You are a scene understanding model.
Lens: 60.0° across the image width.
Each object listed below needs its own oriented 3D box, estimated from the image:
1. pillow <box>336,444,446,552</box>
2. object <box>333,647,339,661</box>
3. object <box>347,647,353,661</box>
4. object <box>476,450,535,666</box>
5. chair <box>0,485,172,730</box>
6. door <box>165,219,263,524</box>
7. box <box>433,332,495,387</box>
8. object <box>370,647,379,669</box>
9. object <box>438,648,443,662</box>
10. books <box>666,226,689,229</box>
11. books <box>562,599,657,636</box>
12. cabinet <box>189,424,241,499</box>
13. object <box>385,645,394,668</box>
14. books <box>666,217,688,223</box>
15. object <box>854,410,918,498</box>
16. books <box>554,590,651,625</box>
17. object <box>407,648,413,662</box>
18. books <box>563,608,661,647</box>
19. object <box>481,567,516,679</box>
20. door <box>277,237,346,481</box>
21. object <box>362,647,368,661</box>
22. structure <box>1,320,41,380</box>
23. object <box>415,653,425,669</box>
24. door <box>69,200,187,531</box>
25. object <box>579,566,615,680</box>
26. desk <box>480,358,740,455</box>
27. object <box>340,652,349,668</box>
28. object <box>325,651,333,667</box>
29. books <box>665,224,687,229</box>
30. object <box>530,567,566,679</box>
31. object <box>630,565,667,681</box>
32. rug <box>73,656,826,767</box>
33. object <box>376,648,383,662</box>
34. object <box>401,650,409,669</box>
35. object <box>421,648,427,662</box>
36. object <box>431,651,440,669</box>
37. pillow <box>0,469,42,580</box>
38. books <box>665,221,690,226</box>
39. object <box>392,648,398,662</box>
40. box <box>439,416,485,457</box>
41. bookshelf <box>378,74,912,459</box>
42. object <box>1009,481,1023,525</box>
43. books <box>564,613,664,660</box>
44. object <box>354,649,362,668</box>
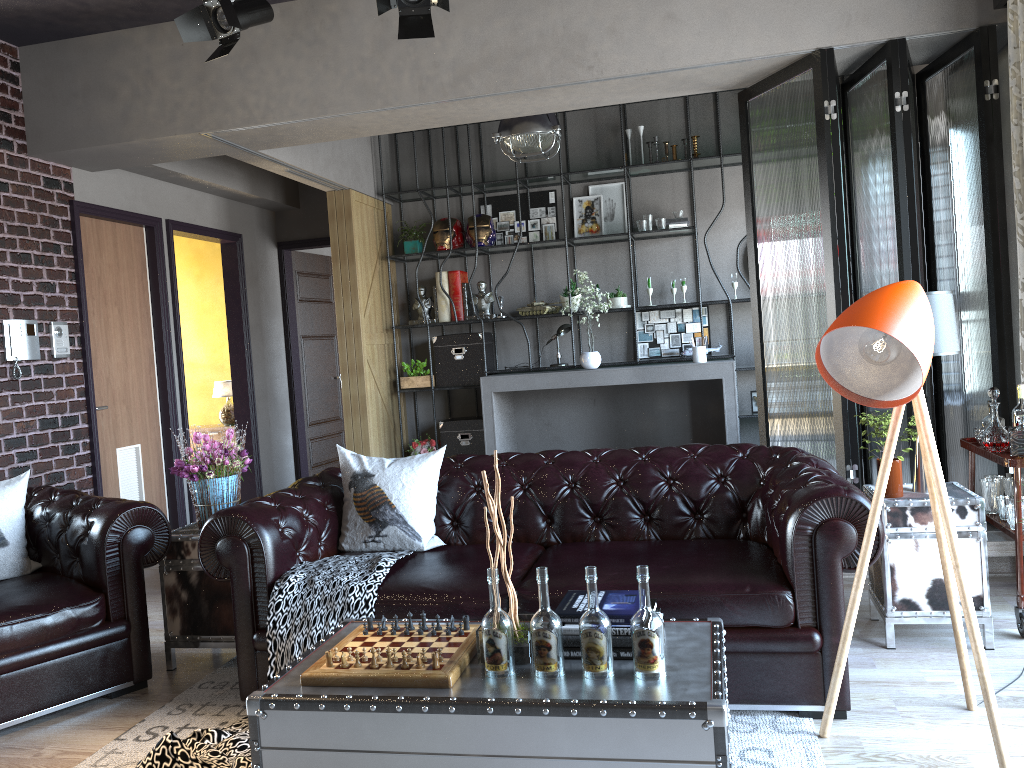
[{"bbox_3d":[-0.545,0.495,3.973,0.528,0.469,0.283,-3,2,16],"label":"pillow"},{"bbox_3d":[-0.493,0.757,2.486,0.017,0.037,0.017,-4,2,6],"label":"object"},{"bbox_3d":[-0.453,0.754,2.479,0.017,0.037,0.017,-4,2,6],"label":"object"},{"bbox_3d":[-0.019,0.482,2.528,0.156,0.583,0.185,-4,2,13],"label":"object"},{"bbox_3d":[-2.381,0.927,3.733,1.244,0.845,1.494,-2,3,43],"label":"chair"},{"bbox_3d":[-3.072,-0.057,7.833,1.098,2.543,1.150,-4,2,13],"label":"door"},{"bbox_3d":[-0.439,-0.231,8.256,0.488,0.481,0.374,-4,2,13],"label":"box"},{"bbox_3d":[-0.376,0.742,2.411,0.025,0.055,0.024,-5,2,-32],"label":"object"},{"bbox_3d":[-0.196,0.738,2.420,0.017,0.037,0.017,-4,2,6],"label":"object"},{"bbox_3d":[1.450,-1.365,7.879,0.179,0.034,0.243,-4,2,-4],"label":"books"},{"bbox_3d":[0.267,0.676,2.580,0.282,0.026,0.266,-3,3,15],"label":"books"},{"bbox_3d":[-3.177,0.802,8.738,1.431,0.750,0.408,-4,2,13],"label":"cabinet"},{"bbox_3d":[-0.333,0.738,2.404,0.025,0.058,0.025,-5,2,-32],"label":"object"},{"bbox_3d":[1.440,-1.444,7.879,0.225,0.029,0.179,-4,2,5],"label":"books"},{"bbox_3d":[1.579,0.283,3.709,0.297,0.362,0.270,-5,2,-32],"label":"object"},{"bbox_3d":[0.265,0.648,2.579,0.251,0.030,0.237,-3,3,14],"label":"books"},{"bbox_3d":[-0.282,0.744,2.437,0.017,0.037,0.017,-4,2,6],"label":"object"},{"bbox_3d":[0.266,0.703,2.569,0.315,0.026,0.270,-4,3,13],"label":"books"},{"bbox_3d":[-0.041,0.641,2.388,0.088,0.290,0.084,-4,2,18],"label":"object"},{"bbox_3d":[-1.623,-0.230,9.425,1.149,2.543,1.129,-4,2,13],"label":"door"},{"bbox_3d":[-0.411,0.751,2.469,0.017,0.037,0.017,-4,2,6],"label":"object"},{"bbox_3d":[-3.046,-0.215,5.544,0.068,0.370,0.279,-4,2,13],"label":"structure"},{"bbox_3d":[-0.248,0.740,2.384,0.026,0.044,0.026,-5,2,-32],"label":"object"},{"bbox_3d":[-2.898,-0.014,6.596,0.219,2.539,1.003,-4,2,13],"label":"door"},{"bbox_3d":[0.218,0.625,2.329,0.088,0.290,0.084,-4,2,18],"label":"object"},{"bbox_3d":[0.883,0.295,7.819,2.129,0.885,0.845,-4,2,13],"label":"desk"},{"bbox_3d":[-0.461,0.753,2.433,0.026,0.044,0.026,-5,2,-32],"label":"object"},{"bbox_3d":[-0.504,0.758,2.443,0.019,0.040,0.019,-4,2,17],"label":"object"},{"bbox_3d":[1.441,-1.394,7.886,0.166,0.024,0.227,-4,2,-8],"label":"books"},{"bbox_3d":[0.091,0.633,2.358,0.088,0.290,0.084,-4,2,18],"label":"object"},{"bbox_3d":[0.349,0.617,2.300,0.088,0.290,0.084,-4,2,18],"label":"object"},{"bbox_3d":[-0.216,1.218,3.136,2.474,0.003,2.255,-4,3,13],"label":"rug"},{"bbox_3d":[-0.368,0.749,2.458,0.017,0.037,0.017,-4,2,6],"label":"object"},{"bbox_3d":[-0.291,0.741,2.394,0.022,0.047,0.022,-2,3,45],"label":"object"},{"bbox_3d":[-0.242,0.741,2.429,0.017,0.037,0.017,-4,2,6],"label":"object"},{"bbox_3d":[-0.205,0.739,2.375,0.019,0.040,0.019,-4,2,17],"label":"object"},{"bbox_3d":[-2.369,0.634,3.888,0.541,0.502,0.290,-6,3,-39],"label":"pillow"},{"bbox_3d":[1.452,-1.418,7.883,0.243,0.024,0.175,-4,2,9],"label":"books"},{"bbox_3d":[-0.324,0.746,2.446,0.017,0.037,0.017,-4,2,6],"label":"object"},{"bbox_3d":[-0.383,0.551,8.278,0.488,0.481,0.374,-4,2,13],"label":"box"},{"bbox_3d":[1.109,-0.917,7.890,4.482,3.281,0.527,-4,2,13],"label":"bookshelf"},{"bbox_3d":[2.079,0.640,3.164,0.622,0.825,0.577,-6,2,-38],"label":"object"},{"bbox_3d":[0.271,0.733,2.581,0.324,0.035,0.306,-4,3,13],"label":"books"},{"bbox_3d":[-0.423,0.749,2.425,0.022,0.047,0.022,-2,3,45],"label":"object"}]
